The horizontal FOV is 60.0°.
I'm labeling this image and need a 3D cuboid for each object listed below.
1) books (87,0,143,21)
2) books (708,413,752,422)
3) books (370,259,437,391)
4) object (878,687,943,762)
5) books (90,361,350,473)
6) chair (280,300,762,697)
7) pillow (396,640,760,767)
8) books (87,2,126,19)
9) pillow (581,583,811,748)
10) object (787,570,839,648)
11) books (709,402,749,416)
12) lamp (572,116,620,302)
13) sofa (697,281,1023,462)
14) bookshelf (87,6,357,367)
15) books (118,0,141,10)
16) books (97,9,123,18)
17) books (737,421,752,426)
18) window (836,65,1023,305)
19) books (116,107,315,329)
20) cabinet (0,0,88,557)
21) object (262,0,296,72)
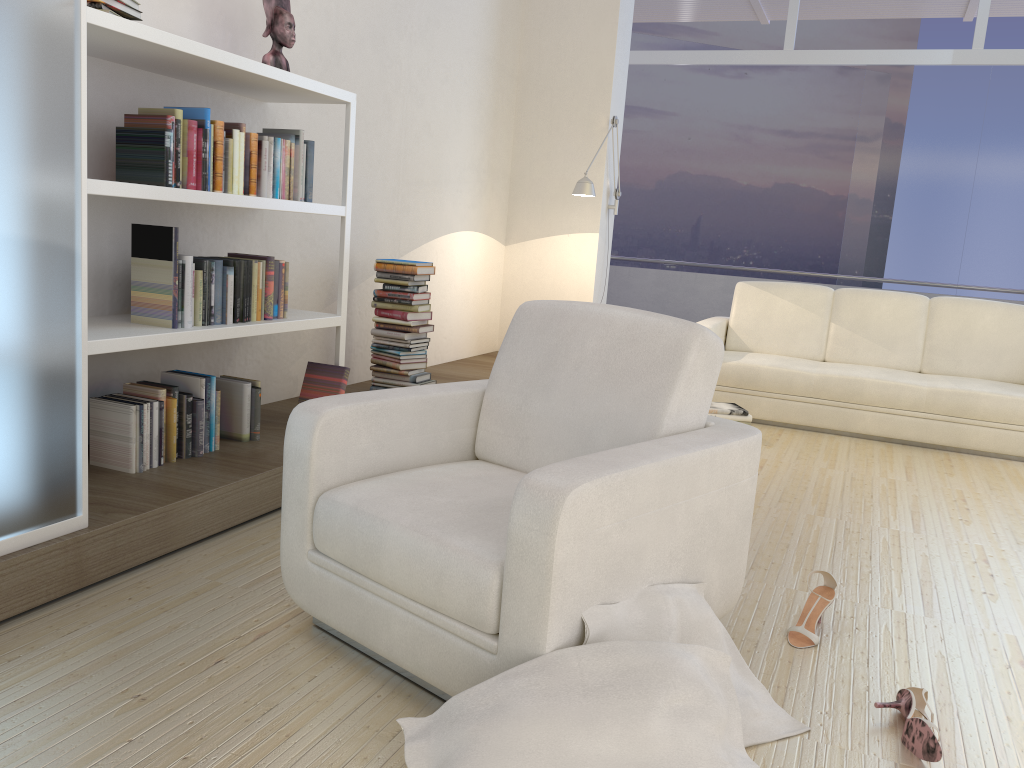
[{"bbox_3d":[-1.303,-1.135,2.649,0.287,0.025,0.247,5,10,6],"label":"books"},{"bbox_3d":[1.173,0.168,5.068,0.319,0.038,0.247,3,10,-7],"label":"books"},{"bbox_3d":[-0.557,-0.288,4.595,0.329,0.694,0.270,8,10,21],"label":"books"},{"bbox_3d":[0.880,0.744,1.977,0.121,0.091,0.287,8,10,20],"label":"object"},{"bbox_3d":[-1.082,0.082,3.413,0.274,0.281,1.125,10,11,28],"label":"books"},{"bbox_3d":[0.050,0.206,2.315,0.919,0.828,0.941,13,13,41],"label":"chair"},{"bbox_3d":[0.160,0.668,1.634,0.712,0.287,0.299,2,10,-15],"label":"pillow"},{"bbox_3d":[-1.330,-1.117,2.654,0.287,0.018,0.247,4,10,-5],"label":"books"},{"bbox_3d":[0.342,0.611,1.857,0.615,0.315,0.312,-4,13,-41],"label":"pillow"},{"bbox_3d":[0.839,0.620,2.471,0.089,0.149,0.265,11,11,34],"label":"object"},{"bbox_3d":[1.170,0.136,5.062,0.287,0.025,0.247,4,10,-5],"label":"books"},{"bbox_3d":[0.522,-0.912,6.063,0.204,1.841,0.891,7,10,17],"label":"lamp"},{"bbox_3d":[2.268,-0.151,5.579,2.166,0.862,0.941,8,10,21],"label":"sofa"},{"bbox_3d":[-1.217,-0.456,3.166,0.465,1.396,1.599,8,10,21],"label":"bookshelf"},{"bbox_3d":[-1.320,-1.164,2.646,0.328,0.027,0.247,4,10,-3],"label":"books"},{"bbox_3d":[-1.325,-1.098,2.657,0.328,0.018,0.247,4,10,-3],"label":"books"},{"bbox_3d":[1.171,0.200,5.073,0.328,0.027,0.247,4,10,-3],"label":"books"},{"bbox_3d":[4.403,-1.288,7.510,2.988,2.706,0.012,8,10,21],"label":"window"},{"bbox_3d":[-1.056,-0.605,3.278,0.215,0.743,0.831,8,10,21],"label":"books"},{"bbox_3d":[-1.727,-0.239,1.643,0.689,1.396,1.670,8,10,21],"label":"cabinet"},{"bbox_3d":[-0.927,-1.410,3.510,0.133,0.409,0.138,1,10,-21],"label":"object"}]
